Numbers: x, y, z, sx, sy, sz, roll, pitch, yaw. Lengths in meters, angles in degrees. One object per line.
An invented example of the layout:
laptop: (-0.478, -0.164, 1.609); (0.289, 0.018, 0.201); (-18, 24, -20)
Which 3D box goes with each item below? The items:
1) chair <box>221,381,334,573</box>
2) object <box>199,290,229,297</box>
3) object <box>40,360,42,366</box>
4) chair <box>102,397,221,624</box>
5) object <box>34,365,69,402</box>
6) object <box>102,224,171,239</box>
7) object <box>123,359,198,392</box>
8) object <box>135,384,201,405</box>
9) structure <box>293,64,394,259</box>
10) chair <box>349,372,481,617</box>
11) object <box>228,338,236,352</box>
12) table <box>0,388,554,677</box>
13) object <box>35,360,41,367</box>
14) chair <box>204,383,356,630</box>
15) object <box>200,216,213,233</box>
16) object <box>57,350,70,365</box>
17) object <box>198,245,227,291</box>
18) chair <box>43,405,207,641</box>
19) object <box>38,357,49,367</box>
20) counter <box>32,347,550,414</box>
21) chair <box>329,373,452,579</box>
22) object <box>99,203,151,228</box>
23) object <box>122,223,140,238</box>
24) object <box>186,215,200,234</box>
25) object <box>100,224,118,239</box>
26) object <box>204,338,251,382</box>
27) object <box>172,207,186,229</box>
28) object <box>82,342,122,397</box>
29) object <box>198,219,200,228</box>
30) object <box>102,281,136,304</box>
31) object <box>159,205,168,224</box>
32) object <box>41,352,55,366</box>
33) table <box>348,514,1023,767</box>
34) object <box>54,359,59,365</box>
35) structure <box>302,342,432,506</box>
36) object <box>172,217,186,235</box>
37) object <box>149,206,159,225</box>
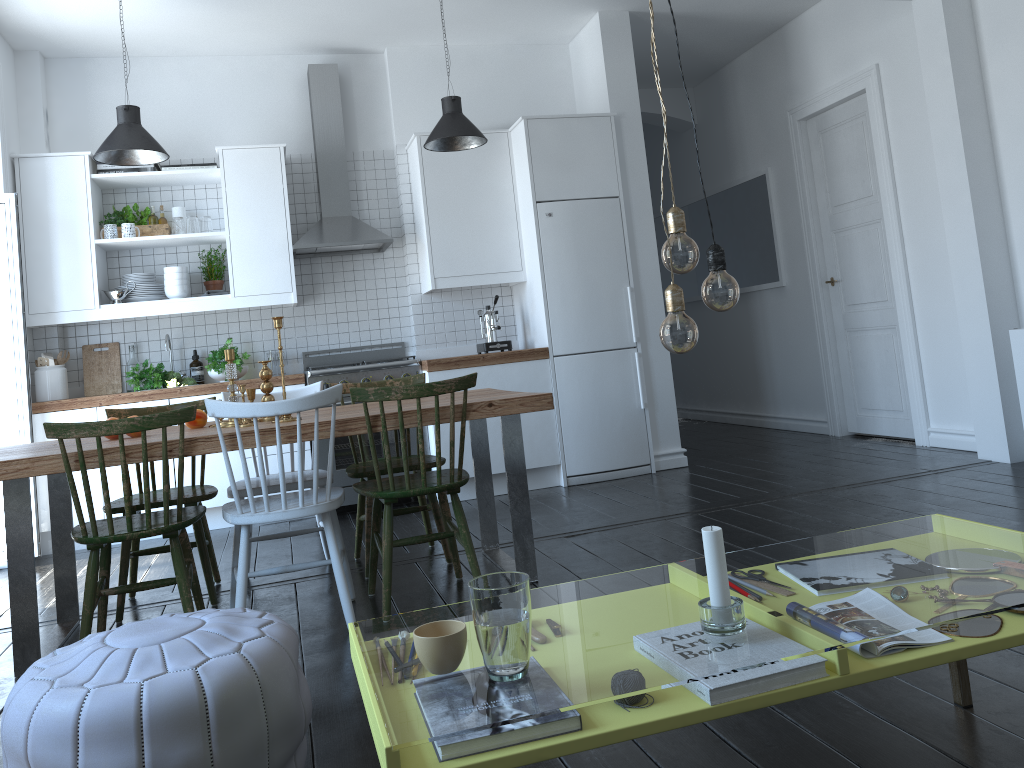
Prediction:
chair: (-1.026, 0.433, 3.909); (0.467, 0.849, 0.505); (-5, -3, -15)
object: (-1.922, -0.574, 5.666); (0.246, 0.042, 0.275); (-7, 2, -22)
object: (-2.787, -0.028, 5.327); (0.118, 0.252, 0.033); (-5, -4, -15)
chair: (-1.477, 0.497, 3.744); (0.469, 0.833, 0.481); (-5, -3, -17)
object: (-2.767, -0.003, 5.291); (0.174, 0.210, 0.173); (-6, -2, -11)
object: (-2.417, -0.959, 5.687); (0.394, 0.104, 0.152); (-7, 0, -15)
object: (-2.150, -0.008, 5.425); (0.471, 0.310, 0.281); (-7, -1, -42)
object: (-2.130, 0.077, 5.489); (0.373, 0.112, 0.352); (-7, 2, -15)
structure: (-1.209, -1.541, 5.922); (0.635, 1.315, 0.523); (-5, -3, -15)
chair: (-0.357, 0.395, 3.308); (0.469, 0.833, 0.481); (-5, -3, -17)
object: (-1.840, -0.163, 5.781); (0.066, 0.285, 0.065); (-5, -4, -20)
table: (-1.007, 0.512, 3.486); (2.233, 0.721, 1.012); (-7, 0, -15)
object: (-2.798, -0.026, 5.279); (0.117, 0.253, 0.060); (-7, -4, 14)
chair: (-0.811, 0.443, 3.144); (0.467, 0.849, 0.505); (-5, -3, -15)
object: (-1.966, -1.015, 5.658); (0.085, 0.120, 0.086); (-8, -3, 44)
object: (-2.749, -0.055, 5.340); (0.131, 0.298, 0.056); (-4, -5, -36)
object: (-1.963, -0.739, 5.809); (0.164, 0.369, 0.170); (-7, -3, 22)
chair: (-1.286, 0.507, 3.028); (0.469, 0.834, 0.481); (-5, -3, -17)
object: (-2.800, -0.030, 5.255); (0.054, 0.265, 0.147); (-3, -4, -40)
counter: (-1.360, -0.025, 5.561); (3.108, 0.074, 0.842); (-7, 2, -15)
chair: (-0.549, 0.385, 4.023); (0.469, 0.834, 0.481); (-5, -3, -17)
object: (-2.498, -1.037, 5.674); (0.348, 0.256, 0.162); (-6, -2, -25)
object: (-2.388, -0.954, 5.517); (0.109, 0.101, 0.082); (-6, -2, -26)
object: (-2.026, -1.005, 5.586); (0.086, 0.120, 0.086); (-6, -2, 8)
object: (-2.510, -0.940, 5.499); (0.107, 0.101, 0.083); (-7, -2, 44)
object: (-1.802, -0.149, 5.555); (0.272, 0.271, 0.335); (-6, 0, -25)
object: (-2.181, -1.047, 5.782); (0.085, 0.224, 0.084); (-6, -4, -8)
object: (-2.627, -0.094, 5.643); (0.221, 0.333, 0.040); (-6, -4, -15)
object: (-2.051, -1.006, 5.673); (0.085, 0.120, 0.086); (-8, -3, 44)
object: (-2.421, -0.558, 5.427); (0.210, 0.136, 0.101); (-6, -2, -3)
object: (-2.284, -1.053, 5.763); (0.056, 0.235, 0.055); (-5, -4, -12)
object: (-2.776, -0.049, 5.303); (0.064, 0.292, 0.139); (-3, -5, -42)
table: (0.448, 0.595, 1.621); (1.404, 0.402, 0.597); (-7, 0, -15)
object: (-2.755, -0.031, 5.339); (0.113, 0.249, 0.051); (-9, -5, 39)
structure: (-0.948, 0.258, 5.706); (0.702, 1.027, 0.716); (-6, -2, -15)
object: (-2.112, -0.996, 5.578); (0.086, 0.120, 0.086); (-6, -2, 8)
object: (-2.321, -1.043, 5.708); (0.060, 0.227, 0.059); (-4, -5, -32)
